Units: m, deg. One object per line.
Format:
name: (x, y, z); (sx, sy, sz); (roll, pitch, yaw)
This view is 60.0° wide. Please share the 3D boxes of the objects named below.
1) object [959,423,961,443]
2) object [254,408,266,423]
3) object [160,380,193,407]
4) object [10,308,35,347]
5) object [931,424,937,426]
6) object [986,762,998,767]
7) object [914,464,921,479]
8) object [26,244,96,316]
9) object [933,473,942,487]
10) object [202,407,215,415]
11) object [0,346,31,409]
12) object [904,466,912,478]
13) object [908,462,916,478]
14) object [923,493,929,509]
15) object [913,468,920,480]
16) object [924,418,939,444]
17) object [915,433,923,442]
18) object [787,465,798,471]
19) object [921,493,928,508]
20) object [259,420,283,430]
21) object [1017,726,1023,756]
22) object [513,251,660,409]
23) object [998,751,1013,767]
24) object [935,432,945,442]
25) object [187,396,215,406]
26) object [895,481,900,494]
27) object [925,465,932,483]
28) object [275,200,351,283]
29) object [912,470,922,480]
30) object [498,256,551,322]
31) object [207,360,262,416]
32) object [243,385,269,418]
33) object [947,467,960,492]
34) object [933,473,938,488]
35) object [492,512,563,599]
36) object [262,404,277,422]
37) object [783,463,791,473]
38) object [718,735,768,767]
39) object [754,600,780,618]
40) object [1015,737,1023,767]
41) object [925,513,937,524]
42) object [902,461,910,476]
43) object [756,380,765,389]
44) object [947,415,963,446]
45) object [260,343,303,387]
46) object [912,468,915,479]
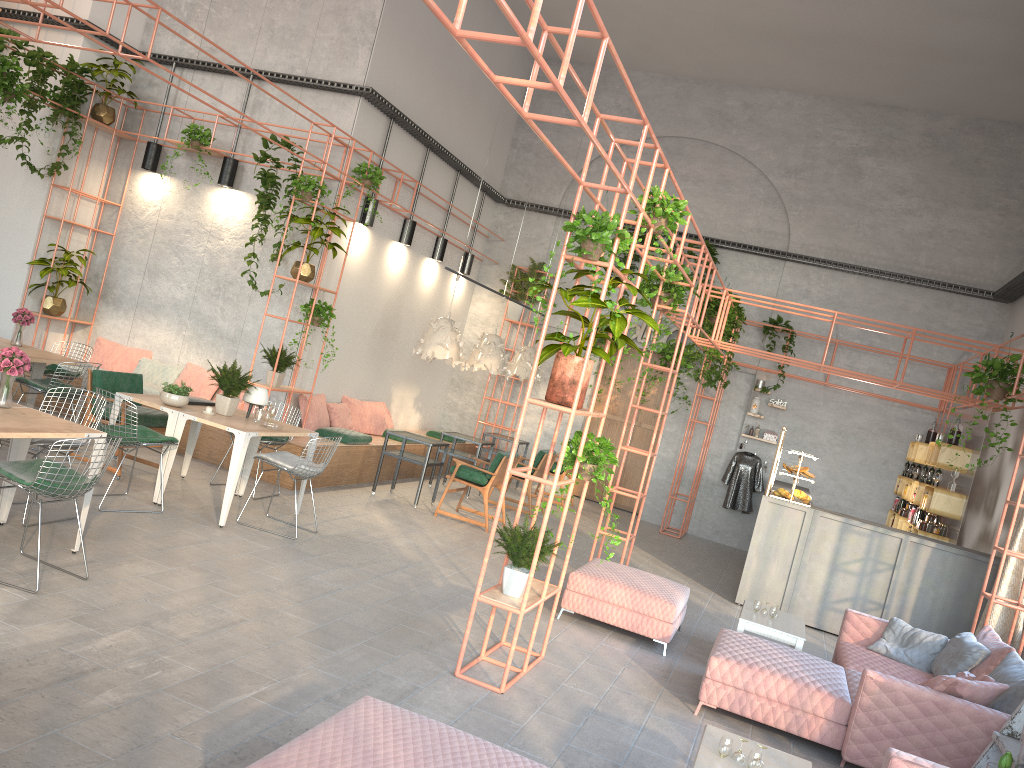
object: (5.424, 0.621, 10.841); (0.134, 0.301, 0.134); (14, 1, 7)
object: (-2.339, 0.294, 8.216); (0.095, 0.119, 0.095); (15, 2, 42)
object: (-2.986, 0.075, 7.881); (0.248, 0.247, 0.254); (15, 1, 18)
object: (-5.195, -0.604, 9.378); (0.213, 0.414, 0.225); (14, 1, 10)
object: (6.007, 0.732, 12.667); (0.134, 0.301, 0.134); (14, 1, 7)
object: (2.528, 2.179, 4.688); (0.208, 0.320, 0.192); (15, 1, 24)
object: (5.989, 1.264, 13.074); (0.066, 0.291, 0.066); (14, 1, -32)
object: (-5.780, -1.334, 11.249); (0.903, 0.919, 0.934); (14, 1, -10)
object: (4.944, 1.122, 10.312); (0.083, 0.159, 0.083); (14, 1, -27)
object: (-2.716, 0.233, 7.949); (0.115, 0.078, 0.115); (15, 1, 24)
object: (-3.334, -0.046, 5.868); (0.213, 0.414, 0.225); (14, 1, 10)
object: (5.808, 1.293, 13.020); (0.115, 0.147, 0.115); (14, 1, -27)
object: (5.915, 1.245, 13.102); (0.066, 0.291, 0.066); (15, 1, 25)
object: (4.849, 1.372, 10.326); (0.069, 0.191, 0.069); (13, 1, -36)
object: (5.527, 1.233, 12.138); (0.083, 0.159, 0.083); (15, 1, 27)
object: (5.926, 0.672, 12.495); (0.134, 0.386, 0.134); (13, 1, -38)
object: (5.773, 0.767, 12.571); (0.088, 0.123, 0.088); (14, 1, -16)
object: (3.177, 0.948, 10.004); (0.138, 0.050, 0.093); (15, 1, 34)
object: (4.899, 1.382, 10.482); (0.069, 0.191, 0.069); (15, 1, 30)
object: (-2.187, 0.377, 8.043); (0.218, 0.041, 0.218); (15, 1, 26)
object: (2.749, 1.824, 4.604); (0.223, 0.297, 0.223); (15, 1, 37)
object: (0.454, -0.321, 5.512); (0.924, 0.946, 0.923); (14, 1, -16)
object: (2.445, 2.086, 4.461); (0.225, 0.464, 0.236); (14, 1, -4)
object: (5.189, 0.655, 10.745); (0.088, 0.123, 0.088); (14, 1, -16)
object: (-3.054, 0.157, 8.439); (0.268, 0.031, 0.427); (15, 1, 18)
object: (5.788, 1.545, 13.169); (0.131, 0.207, 0.131); (14, 1, -27)
object: (5.576, 1.193, 11.849); (0.075, 0.273, 0.075); (14, 1, -16)
object: (-2.288, -1.634, 10.123); (0.903, 0.947, 0.934); (14, 1, -20)
object: (5.929, 1.325, 12.980); (0.115, 0.147, 0.115); (14, 1, -27)
object: (0.202, -1.599, 15.080); (0.894, 1.101, 0.900); (14, 1, -13)
object: (-2.598, 0.022, 8.132); (0.438, 0.527, 0.368); (15, 1, 18)
object: (-2.433, 0.180, 8.394); (0.241, 0.313, 0.241); (14, 1, -27)
object: (4.992, 1.082, 10.023); (0.075, 0.273, 0.075); (14, 1, 7)
object: (4.972, 1.128, 10.399); (0.083, 0.159, 0.083); (14, 1, -27)
object: (0.054, 1.087, 5.648); (0.438, 0.527, 0.368); (15, 1, 18)
object: (-2.303, 0.285, 8.430); (0.165, 0.154, 0.210); (14, 1, 8)
object: (3.125, 0.955, 10.080); (0.111, 0.092, 0.098); (15, 1, 17)
object: (1.034, 1.686, 4.000); (0.199, 0.145, 0.156); (15, 1, 33)
object: (2.109, 1.891, 7.362); (0.199, 0.145, 0.156); (15, 1, 33)
object: (2.664, 1.739, 4.387); (0.219, 0.430, 0.216); (15, 1, 12)
object: (4.899, 1.570, 10.358); (0.115, 0.107, 0.115); (14, 1, -16)
object: (5.844, 1.226, 13.125); (0.066, 0.291, 0.066); (14, 1, -12)
object: (3.932, 0.009, 14.037); (0.133, 0.145, 0.133); (14, 1, -20)
object: (5.343, 0.561, 10.669); (0.134, 0.386, 0.134); (14, 1, 7)
object: (-2.719, -0.232, 10.262); (0.438, 0.527, 0.368); (15, 1, 18)
object: (5.555, 1.239, 12.225); (0.083, 0.159, 0.083); (15, 1, 27)
